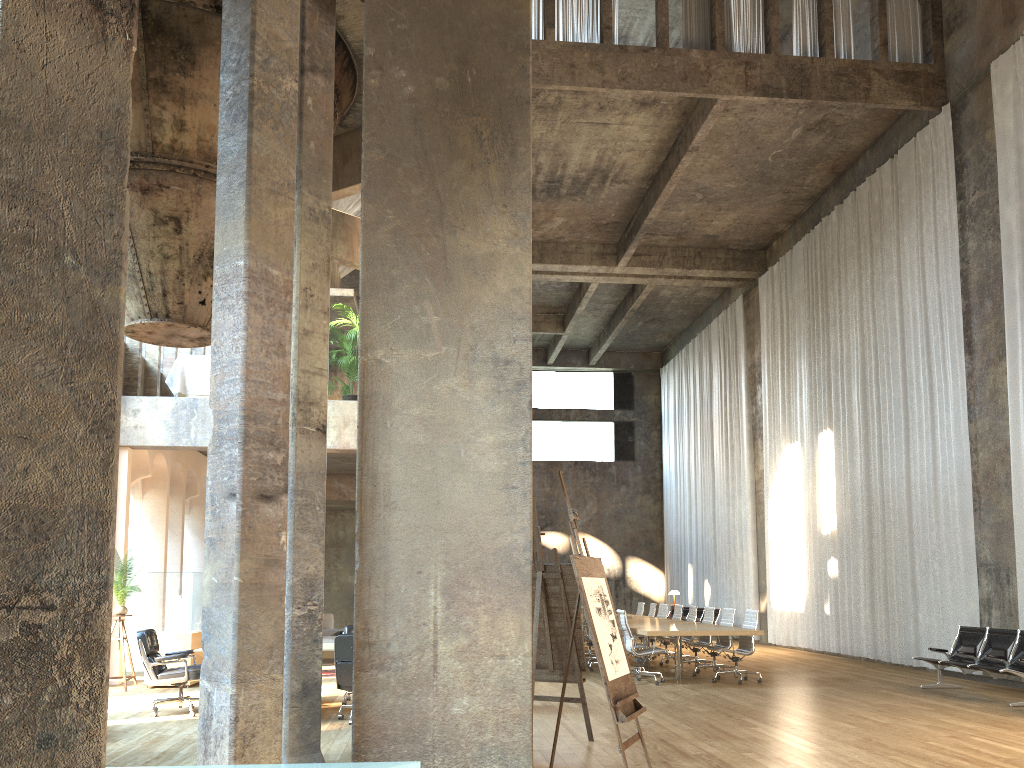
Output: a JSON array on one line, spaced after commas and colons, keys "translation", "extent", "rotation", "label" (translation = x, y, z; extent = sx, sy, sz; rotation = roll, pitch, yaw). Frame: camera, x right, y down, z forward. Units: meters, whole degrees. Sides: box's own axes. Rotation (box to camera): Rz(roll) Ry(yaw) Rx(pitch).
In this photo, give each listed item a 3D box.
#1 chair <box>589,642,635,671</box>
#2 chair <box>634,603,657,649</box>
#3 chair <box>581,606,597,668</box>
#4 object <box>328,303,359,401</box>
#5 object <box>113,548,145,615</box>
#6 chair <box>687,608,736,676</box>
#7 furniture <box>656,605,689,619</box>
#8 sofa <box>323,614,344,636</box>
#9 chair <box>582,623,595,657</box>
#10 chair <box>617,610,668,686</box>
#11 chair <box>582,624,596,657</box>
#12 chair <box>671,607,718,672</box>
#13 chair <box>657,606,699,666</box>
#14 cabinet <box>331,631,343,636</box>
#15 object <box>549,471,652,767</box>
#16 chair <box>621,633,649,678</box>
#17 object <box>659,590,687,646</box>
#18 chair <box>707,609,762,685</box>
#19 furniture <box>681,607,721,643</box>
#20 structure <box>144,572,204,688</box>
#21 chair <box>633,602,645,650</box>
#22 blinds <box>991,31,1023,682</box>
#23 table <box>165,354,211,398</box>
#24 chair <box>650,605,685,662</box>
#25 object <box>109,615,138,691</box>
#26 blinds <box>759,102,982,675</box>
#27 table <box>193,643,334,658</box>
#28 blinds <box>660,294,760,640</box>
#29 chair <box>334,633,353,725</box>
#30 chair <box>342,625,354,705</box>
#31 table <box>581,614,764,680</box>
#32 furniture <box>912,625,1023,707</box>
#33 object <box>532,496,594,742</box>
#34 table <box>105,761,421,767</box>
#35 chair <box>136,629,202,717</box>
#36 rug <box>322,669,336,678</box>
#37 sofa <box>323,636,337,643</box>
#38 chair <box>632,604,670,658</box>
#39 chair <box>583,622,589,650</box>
[{"translation": [1.600, 4.096, 14.098], "extent": [0.699, 1.009, 0.677], "rotation": [1, -8, -6], "label": "chair"}, {"translation": [2.619, 4.980, 17.903], "extent": [0.699, 1.009, 0.677], "rotation": [0, -8, 3], "label": "chair"}, {"translation": [1.512, 4.311, 15.023], "extent": [0.699, 1.009, 0.677], "rotation": [0, -8, 0], "label": "chair"}, {"translation": [-2.408, -0.434, 13.747], "extent": [1.401, 1.779, 1.381], "rotation": [0, -8, 0], "label": "object"}, {"translation": [-5.222, 2.608, 11.675], "extent": [0.688, 0.924, 0.874], "rotation": [2, -9, -15], "label": "object"}, {"translation": [3.080, 3.948, 13.459], "extent": [0.699, 1.009, 0.677], "rotation": [0, -8, -2], "label": "chair"}, {"translation": [4.349, 6.562, 24.320], "extent": [0.708, 0.826, 1.908], "rotation": [1, -12, -6], "label": "furniture"}, {"translation": [-4.576, 5.763, 20.627], "extent": [2.067, 0.709, 1.092], "rotation": [1, -11, -6], "label": "sofa"}, {"translation": [1.335, 4.721, 16.786], "extent": [0.699, 1.009, 0.677], "rotation": [0, -8, 0], "label": "chair"}, {"translation": [1.815, 3.701, 12.398], "extent": [0.699, 1.009, 0.677], "rotation": [0, -8, 0], "label": "chair"}, {"translation": [1.427, 4.514, 15.896], "extent": [0.699, 1.009, 0.677], "rotation": [0, -8, 3], "label": "chair"}, {"translation": [2.987, 4.159, 14.369], "extent": [0.699, 1.009, 0.677], "rotation": [0, -8, 0], "label": "chair"}, {"translation": [2.894, 4.366, 15.259], "extent": [0.699, 1.009, 0.677], "rotation": [0, -8, 3], "label": "chair"}, {"translation": [-3.594, 5.519, 18.812], "extent": [0.396, 0.362, 1.592], "rotation": [1, -13, -6], "label": "cabinet"}, {"translation": [0.548, 1.621, 5.746], "extent": [0.686, 2.112, 0.711], "rotation": [-2, -7, 20], "label": "object"}, {"translation": [1.694, 3.899, 13.250], "extent": [0.699, 1.009, 0.677], "rotation": [0, -8, 3], "label": "chair"}, {"translation": [3.633, 5.366, 20.113], "extent": [0.573, 1.276, 0.667], "rotation": [-4, -8, 27], "label": "object"}, {"translation": [0.343, 3.684, 12.297], "extent": [12.952, 1.014, 32.117], "rotation": [1, -13, -5], "label": "chair"}, {"translation": [4.587, 6.012, 21.954], "extent": [0.708, 0.826, 1.908], "rotation": [1, -12, -6], "label": "furniture"}, {"translation": [-4.636, 3.382, 12.150], "extent": [0.594, 1.522, 0.755], "rotation": [1, -7, -6], "label": "structure"}, {"translation": [2.504, 5.179, 18.757], "extent": [0.699, 1.009, 0.677], "rotation": [0, -8, 0], "label": "chair"}, {"translation": [7.136, -1.164, 8.212], "extent": [0.275, 8.500, 7.972], "rotation": [0, -9, -5], "label": "blinds"}, {"translation": [-4.358, 0.036, 13.591], "extent": [1.749, 0.789, 1.137], "rotation": [1, -11, -6], "label": "table"}, {"translation": [2.809, 4.569, 16.132], "extent": [0.699, 1.009, 0.677], "rotation": [0, -8, 0], "label": "chair"}, {"translation": [-5.161, 3.541, 11.596], "extent": [0.663, 0.956, 0.576], "rotation": [7, -10, -41], "label": "object"}, {"translation": [6.273, 0.826, 16.778], "extent": [0.275, 8.500, 7.972], "rotation": [0, -9, -5], "label": "blinds"}, {"translation": [-2.092, 3.201, 9.553], "extent": [2.410, 0.688, 1.126], "rotation": [1, -11, -6], "label": "table"}, {"translation": [5.407, 2.822, 25.369], "extent": [0.275, 8.500, 7.971], "rotation": [1, -9, -7], "label": "blinds"}, {"translation": [-1.415, 2.947, 8.867], "extent": [0.729, 0.878, 0.836], "rotation": [0, -9, 1], "label": "chair"}, {"translation": [-1.665, 3.286, 10.325], "extent": [0.730, 0.878, 0.836], "rotation": [2, -9, -12], "label": "chair"}, {"translation": [2.205, 4.553, 15.500], "extent": [1.601, 0.745, 7.864], "rotation": [1, -13, -6], "label": "table"}, {"translation": [5.764, 3.429, 10.838], "extent": [0.708, 0.826, 1.908], "rotation": [1, -12, -6], "label": "furniture"}, {"translation": [0.254, 2.053, 7.608], "extent": [0.704, 2.112, 0.693], "rotation": [-3, -7, 26], "label": "object"}, {"translation": [-1.294, 1.849, 3.401], "extent": [1.871, 0.537, 0.959], "rotation": [1, -11, -6], "label": "table"}, {"translation": [-3.575, 3.075, 9.417], "extent": [0.821, 0.878, 0.743], "rotation": [2, -9, -11], "label": "chair"}, {"translation": [-3.257, 4.496, 13.640], "extent": [2.462, 0.009, 1.372], "rotation": [1, -13, -6], "label": "rug"}, {"translation": [-4.155, 4.795, 16.462], "extent": [2.064, 0.709, 2.985], "rotation": [1, -13, -6], "label": "sofa"}, {"translation": [2.704, 4.783, 17.055], "extent": [0.699, 1.009, 0.677], "rotation": [1, -8, -6], "label": "chair"}, {"translation": [1.241, 4.932, 17.695], "extent": [0.699, 1.009, 0.677], "rotation": [0, -8, -2], "label": "chair"}]
